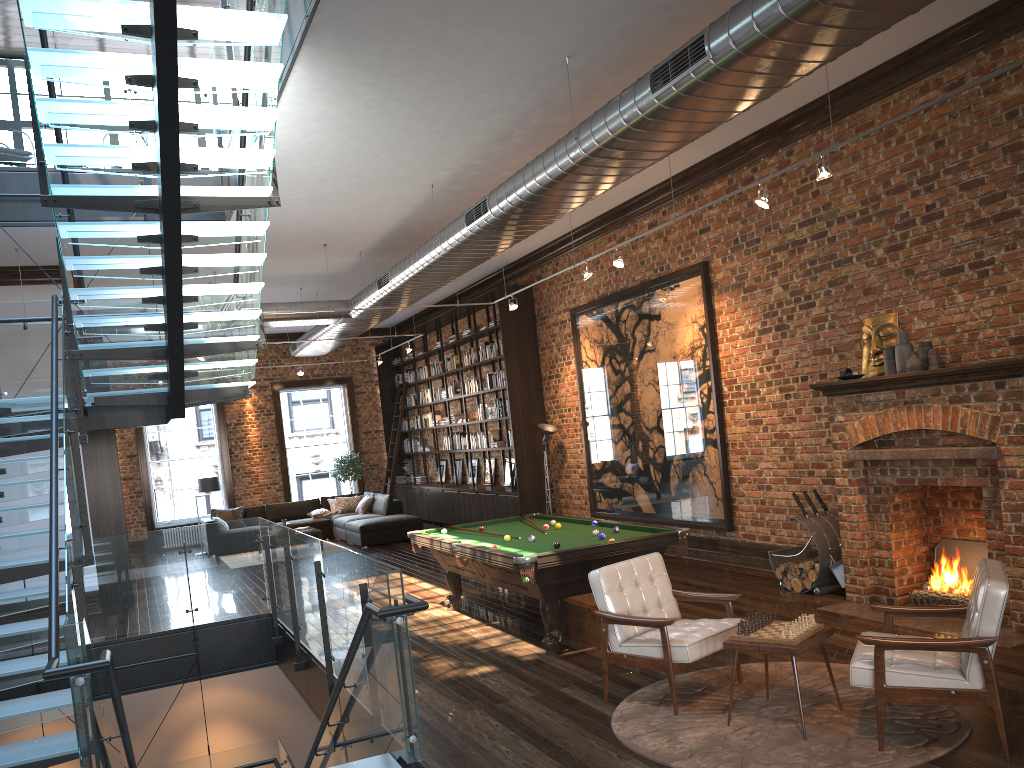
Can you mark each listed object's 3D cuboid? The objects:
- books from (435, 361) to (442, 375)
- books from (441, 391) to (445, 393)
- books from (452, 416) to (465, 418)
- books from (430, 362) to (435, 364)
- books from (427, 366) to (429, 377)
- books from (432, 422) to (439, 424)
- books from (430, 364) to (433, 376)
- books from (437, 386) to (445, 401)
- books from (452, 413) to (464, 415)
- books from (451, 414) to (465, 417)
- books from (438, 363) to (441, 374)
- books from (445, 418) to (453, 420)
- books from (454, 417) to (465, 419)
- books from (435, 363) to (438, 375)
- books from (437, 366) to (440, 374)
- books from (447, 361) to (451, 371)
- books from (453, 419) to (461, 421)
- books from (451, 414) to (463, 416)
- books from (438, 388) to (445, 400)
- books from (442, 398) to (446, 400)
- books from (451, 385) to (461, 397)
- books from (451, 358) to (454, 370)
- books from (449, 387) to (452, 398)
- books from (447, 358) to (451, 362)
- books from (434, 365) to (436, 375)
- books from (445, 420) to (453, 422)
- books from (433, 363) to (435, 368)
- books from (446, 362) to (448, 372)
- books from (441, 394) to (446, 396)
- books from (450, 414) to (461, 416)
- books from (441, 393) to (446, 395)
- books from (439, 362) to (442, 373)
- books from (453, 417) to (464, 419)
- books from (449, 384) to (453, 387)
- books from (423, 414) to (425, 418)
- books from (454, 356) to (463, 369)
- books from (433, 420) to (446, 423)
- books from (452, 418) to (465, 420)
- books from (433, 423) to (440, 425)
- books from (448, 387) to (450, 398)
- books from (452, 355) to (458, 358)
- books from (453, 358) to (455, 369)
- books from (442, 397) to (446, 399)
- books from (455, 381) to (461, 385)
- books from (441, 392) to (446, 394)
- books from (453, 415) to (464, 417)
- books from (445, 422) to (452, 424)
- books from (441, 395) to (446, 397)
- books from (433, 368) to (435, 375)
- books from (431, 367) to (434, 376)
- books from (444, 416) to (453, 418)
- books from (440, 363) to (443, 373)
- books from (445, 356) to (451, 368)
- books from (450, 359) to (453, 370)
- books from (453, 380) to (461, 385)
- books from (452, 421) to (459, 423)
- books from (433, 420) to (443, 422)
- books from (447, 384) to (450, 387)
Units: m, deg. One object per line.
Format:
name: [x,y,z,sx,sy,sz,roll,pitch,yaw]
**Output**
books: [-1.466,-0.312,17.941,0.175,0.289,0.030,-6,2,-23]
books: [-1.287,0.141,17.714,0.159,0.024,0.332,-5,-3,-24]
books: [-1.030,0.640,17.175,0.281,0.010,0.169,-5,-3,-24]
books: [-1.612,-0.292,18.307,0.165,0.316,0.016,-6,2,-23]
books: [-1.671,-0.247,18.428,0.183,0.252,0.015,-6,2,-23]
books: [-1.485,0.786,18.213,0.199,0.018,0.317,-5,-3,-28]
books: [-1.573,-0.278,18.181,0.191,0.267,0.016,-6,2,-23]
books: [-1.443,0.193,18.037,0.174,0.303,0.067,-6,2,-23]
books: [-1.033,0.582,17.166,0.259,0.005,0.142,-5,-3,-19]
books: [-1.034,0.609,17.176,0.242,0.015,0.165,-5,-3,-20]
books: [-1.382,-0.308,17.765,0.167,0.249,0.072,-6,2,-23]
books: [-1.185,0.685,17.500,0.207,0.008,0.328,-5,-3,-18]
books: [-1.026,0.666,17.172,0.235,0.014,0.166,-5,-3,-23]
books: [-1.444,-0.299,17.891,0.185,0.254,0.030,-6,2,-23]
books: [-1.413,-0.275,17.844,0.166,0.195,0.030,-6,2,-23]
books: [-1.152,-0.339,17.187,0.192,0.203,0.027,-6,2,-23]
books: [-1.022,0.694,17.171,0.209,0.013,0.149,-5,-3,-20]
books: [-1.031,0.598,17.165,0.294,0.004,0.145,-5,-3,-25]
books: [-1.383,0.205,17.877,0.191,0.250,0.024,-6,2,-23]
books: [-1.281,0.293,17.717,0.160,0.012,0.299,-5,-3,-20]
books: [-1.035,0.135,17.057,0.271,0.241,0.083,-6,1,-23]
books: [-1.056,-0.379,16.964,0.190,0.240,0.008,-6,2,-23]
books: [-1.126,0.162,17.299,0.190,0.223,0.027,-6,2,-23]
books: [-1.162,-0.371,17.219,0.179,0.271,0.011,-6,2,-23]
books: [-1.484,-0.276,17.982,0.171,0.226,0.030,-6,2,-23]
books: [-1.182,0.723,17.502,0.207,0.008,0.329,-5,-3,-20]
books: [-1.527,-0.296,18.096,0.159,0.286,0.014,-6,2,-23]
books: [-1.201,-0.331,17.345,0.172,0.211,0.057,-6,2,-23]
books: [-1.291,0.215,17.712,0.159,0.024,0.335,-5,-3,-19]
books: [-1.036,0.591,17.176,0.284,0.012,0.160,-5,-3,-27]
books: [-1.291,0.191,17.712,0.160,0.025,0.299,-5,-3,-27]
books: [-1.366,-0.312,17.734,0.143,0.251,0.078,-6,2,-23]
books: [-1.021,0.651,17.157,0.198,0.015,0.134,-5,-3,-23]
books: [-1.131,0.141,17.326,0.184,0.270,0.027,-6,2,-23]
books: [-1.790,0.788,18.962,0.181,0.292,0.014,-6,2,-23]
books: [-0.998,-0.399,16.854,0.190,0.255,0.062,-6,2,-23]
books: [-1.482,0.768,18.214,0.197,0.017,0.355,-5,-3,-22]
books: [-1.026,0.678,17.176,0.291,0.008,0.159,-5,-3,-20]
books: [-1.477,0.815,18.218,0.197,0.009,0.355,-5,-3,-26]
books: [-1.152,0.171,17.386,0.183,0.219,0.033,-6,2,-23]
books: [-1.052,-0.408,16.994,0.180,0.299,0.009,-6,2,-23]
books: [-1.040,-0.391,16.962,0.165,0.260,0.007,-6,2,-23]
books: [-1.285,0.269,17.716,0.160,0.012,0.299,-5,-3,-19]
books: [-1.020,0.104,17.117,0.133,0.300,0.012,-7,2,-23]
books: [-1.289,0.166,17.713,0.159,0.024,0.333,-5,-3,-22]
books: [-1.035,0.626,17.182,0.195,0.019,0.173,-5,-3,-19]
books: [-1.167,0.760,17.507,0.207,0.008,0.329,-5,-3,-24]
books: [-1.283,0.233,17.717,0.159,0.012,0.333,-5,-3,-25]
books: [-1.517,-0.248,18.072,0.176,0.185,0.035,-6,2,-23]
books: [-1.552,-0.249,18.122,0.186,0.200,0.030,-6,2,-23]
books: [-1.192,0.647,17.498,0.207,0.008,0.329,-5,-3,-19]
books: [-1.343,-0.305,17.732,0.137,0.229,0.066,-6,2,-23]
books: [-1.217,-0.387,17.353,0.185,0.329,0.069,-6,2,-23]
books: [-1.097,-0.370,17.114,0.160,0.244,0.032,-6,2,-23]
books: [-1.043,0.089,17.121,0.155,0.335,0.014,-7,2,-23]
books: [-1.019,0.733,17.174,0.243,0.025,0.161,-5,-3,-24]
books: [-1.478,0.750,18.216,0.197,0.017,0.355,-5,-3,-24]
books: [-1.212,0.149,17.474,0.189,0.285,0.013,-6,2,-23]
